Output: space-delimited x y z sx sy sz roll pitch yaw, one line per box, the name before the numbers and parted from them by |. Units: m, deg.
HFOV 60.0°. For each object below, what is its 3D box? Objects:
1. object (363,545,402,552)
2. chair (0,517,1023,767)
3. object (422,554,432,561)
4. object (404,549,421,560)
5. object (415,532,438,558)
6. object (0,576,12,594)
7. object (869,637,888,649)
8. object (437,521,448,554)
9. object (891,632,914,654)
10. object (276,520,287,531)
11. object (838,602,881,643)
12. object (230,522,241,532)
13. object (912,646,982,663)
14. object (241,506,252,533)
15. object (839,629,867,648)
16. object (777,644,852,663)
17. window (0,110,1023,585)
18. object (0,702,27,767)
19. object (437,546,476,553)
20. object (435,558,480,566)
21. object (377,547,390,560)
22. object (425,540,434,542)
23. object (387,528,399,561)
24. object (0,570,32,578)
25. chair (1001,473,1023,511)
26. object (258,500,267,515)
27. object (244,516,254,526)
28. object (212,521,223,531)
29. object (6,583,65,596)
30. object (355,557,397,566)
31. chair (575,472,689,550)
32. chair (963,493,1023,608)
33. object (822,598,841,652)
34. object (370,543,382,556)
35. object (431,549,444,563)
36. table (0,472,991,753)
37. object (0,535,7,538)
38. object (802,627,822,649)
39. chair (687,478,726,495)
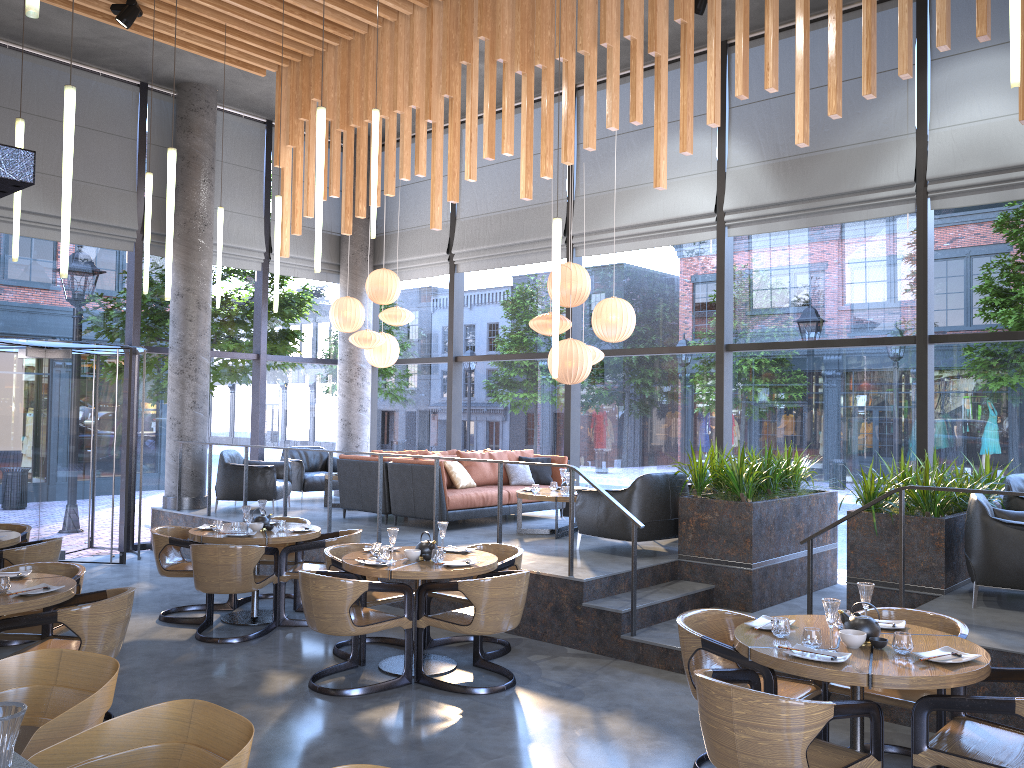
object | -0.976 1.222 6.535 0.170 0.025 0.294 -1 -3 39
chair | -0.783 1.547 4.702 9.749 0.759 4.352 -1 -3 43
object | -0.586 1.206 6.167 0.080 0.042 0.080 2 -2 -25
object | -0.694 1.194 6.188 0.116 0.065 0.116 1 -2 3
object | -0.608 1.142 6.307 0.163 0.179 0.168 1 -2 5
object | -2.798 1.104 4.867 0.086 0.086 0.086 1 -2 5
object | 1.643 1.164 3.975 0.080 0.042 0.080 1 -2 5
object | -0.509 1.126 6.503 0.082 0.227 0.082 1 -2 -16
object | 1.717 1.141 3.900 0.086 0.086 0.086 -1 -3 44
object | -1.970 1.212 7.577 0.086 0.086 0.086 3 -3 -40
object | 1.624 1.100 4.119 0.163 0.179 0.168 1 -2 -11
object | -2.302 1.200 7.388 0.086 0.086 0.086 0 -2 27
object | 1.845 1.170 3.798 0.294 0.025 0.170 2 -2 -29
object | -2.215 1.130 7.390 0.082 0.227 0.082 2 -2 -28
object | 1.535 1.152 3.996 0.116 0.065 0.116 0 -2 20
object | 1.287 1.162 3.817 0.294 0.025 0.170 -1 -3 38
window | -1.897 -1.033 4.926 12.739 5.897 12.900 -1 -3 41
object | -0.762 0.593 1.302 0.082 0.227 0.082 1 -2 -14
object | -0.433 1.233 6.608 0.294 0.025 0.170 0 -2 26
object | -0.384 1.212 5.990 0.294 0.025 0.170 2 -2 -29
object | -0.889 1.179 6.152 0.086 0.086 0.086 2 -2 -24
object | -0.609 1.197 6.539 0.086 0.086 0.086 0 -2 28
object | -0.822 1.107 6.101 0.082 0.227 0.082 1 -2 11
object | -3.063 1.146 5.320 0.294 0.025 0.170 1 -2 -13
chair | 4.387 1.099 6.988 1.030 0.743 0.833 2 -2 -34
object | -2.225 1.148 7.899 0.082 0.227 0.082 0 -2 23
object | -2.327 1.216 7.865 0.086 0.086 0.086 1 -2 -11
object | -2.486 1.201 7.490 0.086 0.086 0.086 2 -2 -17
object | -2.636 1.137 4.869 0.170 0.025 0.294 0 -2 22
object | -0.943 1.204 6.009 0.294 0.025 0.170 -1 -3 38
chair | 1.153 1.167 8.188 1.030 0.743 0.833 3 -3 -42
chair | 3.562 1.131 6.078 0.833 0.743 1.030 0 -2 27
object | 1.408 1.065 3.910 0.082 0.227 0.082 1 -2 11
object | -0.968 1.184 6.348 0.086 0.086 0.086 2 -2 -23
object | -0.512 1.182 6.091 0.086 0.086 0.086 1 -2 -1
table | -0.272 1.508 6.326 10.659 0.968 6.876 -1 -3 42
object | -4.056 1.182 6.791 0.170 0.025 0.294 0 -2 22
object | 1.340 1.137 3.961 0.086 0.086 0.086 2 -2 -24
chair | 1.931 1.211 9.078 0.833 0.743 1.030 0 -2 27
